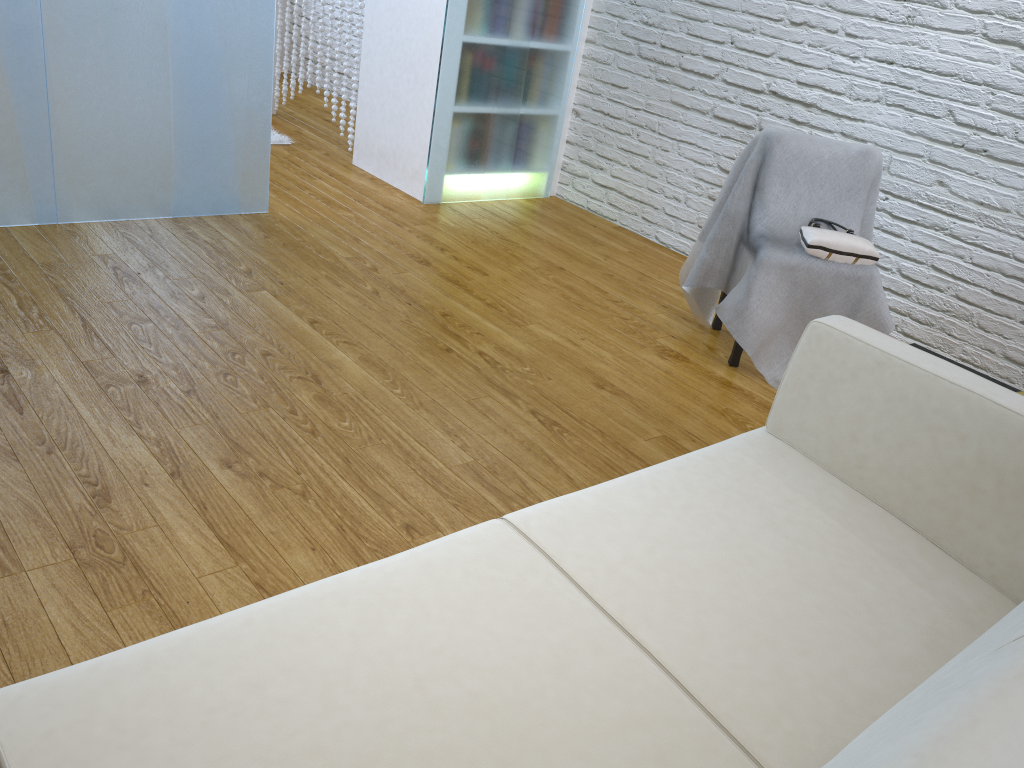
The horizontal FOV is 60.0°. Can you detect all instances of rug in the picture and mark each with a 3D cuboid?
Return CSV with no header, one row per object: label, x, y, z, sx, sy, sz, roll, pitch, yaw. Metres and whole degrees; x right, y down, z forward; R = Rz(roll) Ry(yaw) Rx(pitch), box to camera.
rug,-1.690,-1.267,4.263,1.091,0.048,0.749,-13,35,-39

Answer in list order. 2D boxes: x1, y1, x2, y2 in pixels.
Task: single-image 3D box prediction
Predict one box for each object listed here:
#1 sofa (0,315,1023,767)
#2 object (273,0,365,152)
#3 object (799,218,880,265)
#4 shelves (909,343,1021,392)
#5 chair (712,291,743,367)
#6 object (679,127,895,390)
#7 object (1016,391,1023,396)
sofa,-0.472,0.126,1.272,5.317,0.688,9.635,-13,35,-39
object,-0.871,-2.176,4.104,0.050,2.042,0.914,-14,36,-39
object,0.974,-0.441,2.707,0.232,0.086,0.221,7,27,-8
shelves,0.933,0.299,1.691,0.348,0.457,0.723,-14,36,-39
chair,0.915,-0.397,2.816,0.348,0.672,0.336,9,27,-3
object,0.927,-0.404,2.811,0.645,0.696,0.627,8,27,-5
object,0.930,0.061,1.544,0.146,0.091,0.145,9,27,-3
